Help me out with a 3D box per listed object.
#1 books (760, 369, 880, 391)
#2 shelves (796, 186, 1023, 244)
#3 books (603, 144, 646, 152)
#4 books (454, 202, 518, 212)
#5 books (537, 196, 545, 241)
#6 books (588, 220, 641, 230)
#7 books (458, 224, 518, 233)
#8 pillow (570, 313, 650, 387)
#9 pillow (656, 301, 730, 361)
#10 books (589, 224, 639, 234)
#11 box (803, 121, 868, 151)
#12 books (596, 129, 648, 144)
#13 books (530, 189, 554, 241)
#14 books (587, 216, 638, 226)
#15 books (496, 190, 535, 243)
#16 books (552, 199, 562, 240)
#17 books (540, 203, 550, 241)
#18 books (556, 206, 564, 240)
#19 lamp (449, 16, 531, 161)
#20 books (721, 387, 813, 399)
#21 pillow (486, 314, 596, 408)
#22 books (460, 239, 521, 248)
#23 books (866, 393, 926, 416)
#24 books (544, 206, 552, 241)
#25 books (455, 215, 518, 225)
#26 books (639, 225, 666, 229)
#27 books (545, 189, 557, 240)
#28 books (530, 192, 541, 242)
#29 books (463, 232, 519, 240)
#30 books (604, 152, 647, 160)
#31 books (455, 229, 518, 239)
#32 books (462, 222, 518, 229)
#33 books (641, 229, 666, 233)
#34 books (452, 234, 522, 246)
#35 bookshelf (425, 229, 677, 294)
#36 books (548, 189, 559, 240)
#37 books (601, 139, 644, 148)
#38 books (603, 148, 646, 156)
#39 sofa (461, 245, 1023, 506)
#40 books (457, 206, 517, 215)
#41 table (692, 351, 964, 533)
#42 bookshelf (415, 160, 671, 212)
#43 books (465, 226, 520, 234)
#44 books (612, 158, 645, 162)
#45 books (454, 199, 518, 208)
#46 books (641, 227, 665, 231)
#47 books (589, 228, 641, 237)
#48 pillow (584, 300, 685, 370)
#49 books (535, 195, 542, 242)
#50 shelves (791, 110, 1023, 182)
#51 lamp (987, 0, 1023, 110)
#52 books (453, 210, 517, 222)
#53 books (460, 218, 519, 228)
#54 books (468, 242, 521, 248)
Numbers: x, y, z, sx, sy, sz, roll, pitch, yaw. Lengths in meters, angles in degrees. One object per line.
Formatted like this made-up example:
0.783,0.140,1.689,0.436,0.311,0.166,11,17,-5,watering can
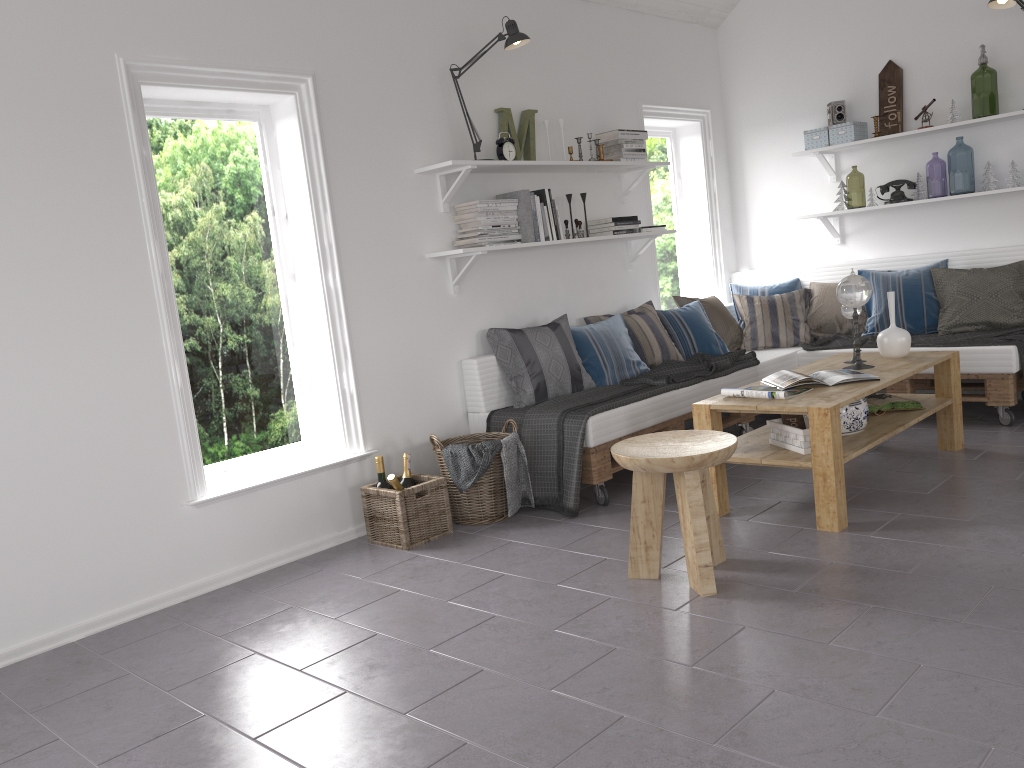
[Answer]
1.343,-0.032,3.896,0.422,0.049,0.300,-7,7,-1,books
2.629,-1.017,5.325,1.820,0.212,0.269,1,10,44,shelves
0.674,-1.412,5.321,0.161,0.026,0.223,1,10,44,books
-0.133,-0.904,4.527,0.182,0.016,0.288,1,10,44,books
0.078,-0.862,4.706,0.200,0.236,0.031,1,10,44,books
0.600,-0.939,5.246,0.212,0.023,0.258,1,10,44,books
-0.124,-0.796,4.539,0.159,0.012,0.285,1,10,44,books
0.500,-0.162,4.920,0.525,0.401,0.331,-10,8,-26,pillow
1.088,-0.293,5.482,0.523,0.408,0.341,-11,8,-29,pillow
0.603,-0.915,5.237,0.191,0.023,0.242,0,10,42,books
2.105,-1.601,5.750,0.332,0.131,0.242,1,10,44,box
0.656,-1.476,5.301,0.176,0.053,0.290,1,10,44,books
0.124,-0.893,4.748,0.200,0.274,0.038,1,10,44,books
0.594,-0.962,5.234,0.239,0.028,0.190,-14,10,-43,books
0.018,-0.865,4.637,0.200,0.271,0.050,1,10,44,books
0.179,-0.877,4.793,0.171,0.219,0.047,1,10,44,books
0.125,-0.851,4.706,0.141,0.203,0.044,1,10,44,books
0.200,-0.865,4.814,0.152,0.185,0.045,1,10,44,books
-0.100,-1.454,4.416,0.439,0.703,0.196,-8,8,-10,lamp
1.076,0.024,3.749,0.229,0.043,0.300,-13,10,-41,books
0.155,-0.116,4.630,0.534,0.444,0.301,-11,8,-29,pillow
-0.108,-0.719,4.542,0.159,0.012,0.285,1,10,44,books
1.677,0.089,4.225,0.445,0.079,0.301,-7,7,-5,books
0.145,-0.847,4.722,0.125,0.185,0.042,1,10,44,books
-0.135,-0.841,4.551,0.182,0.016,0.288,1,10,44,books
0.789,-0.954,5.443,0.251,0.012,0.202,-14,10,-44,books
0.134,-0.895,4.763,0.200,0.272,0.054,1,10,44,books
0.053,-0.866,4.671,0.193,0.257,0.046,1,10,44,books
-0.109,-0.759,4.555,0.161,0.013,0.254,1,10,44,books
0.669,-1.356,5.308,0.172,0.032,0.239,1,10,44,books
-0.133,-0.770,4.552,0.182,0.016,0.288,1,10,44,books
-0.113,-0.810,4.541,0.161,0.012,0.254,1,10,44,books
0.799,-0.928,5.442,0.187,0.014,0.253,1,10,44,books
-0.126,-0.736,4.539,0.176,0.025,0.331,1,10,44,books
0.306,-0.692,4.930,0.269,0.212,1.820,1,10,44,bookshelf
0.149,-0.900,4.780,0.210,0.274,0.048,1,10,44,books
0.657,-1.434,5.296,0.161,0.027,0.223,1,10,44,books
0.668,-1.385,5.310,0.152,0.024,0.238,1,10,44,books
1.460,-0.119,4.860,2.017,0.932,2.855,1,10,44,sofa
-0.130,-0.886,4.531,0.174,0.021,0.273,1,10,44,books
1.500,0.199,4.058,0.607,0.485,1.457,1,10,44,table
0.259,-1.096,4.878,0.269,0.212,1.820,1,10,44,bookshelf
-0.102,-0.788,4.550,0.161,0.013,0.256,1,10,44,books
0.656,-1.322,5.310,0.172,0.032,0.239,1,10,44,books
-0.131,-0.918,4.513,0.182,0.016,0.288,1,10,44,books
0.794,-0.941,5.438,0.187,0.014,0.248,0,10,42,books
0.608,-0.890,5.251,0.258,0.032,0.191,-14,10,-43,books
0.738,-0.249,5.208,0.546,0.438,0.316,-12,9,-33,pillow
0.067,-0.863,4.693,0.205,0.243,0.019,1,10,44,books
2.581,-1.421,5.272,1.820,0.212,0.269,1,10,44,shelves
2.794,-1.848,4.819,0.439,0.703,0.196,-10,8,-25,lamp
-0.139,-0.862,4.545,0.180,0.028,0.296,1,10,44,books
-0.117,-0.826,4.550,0.167,0.017,0.263,1,10,44,books
-0.099,-0.709,4.558,0.161,0.012,0.254,1,10,44,books
